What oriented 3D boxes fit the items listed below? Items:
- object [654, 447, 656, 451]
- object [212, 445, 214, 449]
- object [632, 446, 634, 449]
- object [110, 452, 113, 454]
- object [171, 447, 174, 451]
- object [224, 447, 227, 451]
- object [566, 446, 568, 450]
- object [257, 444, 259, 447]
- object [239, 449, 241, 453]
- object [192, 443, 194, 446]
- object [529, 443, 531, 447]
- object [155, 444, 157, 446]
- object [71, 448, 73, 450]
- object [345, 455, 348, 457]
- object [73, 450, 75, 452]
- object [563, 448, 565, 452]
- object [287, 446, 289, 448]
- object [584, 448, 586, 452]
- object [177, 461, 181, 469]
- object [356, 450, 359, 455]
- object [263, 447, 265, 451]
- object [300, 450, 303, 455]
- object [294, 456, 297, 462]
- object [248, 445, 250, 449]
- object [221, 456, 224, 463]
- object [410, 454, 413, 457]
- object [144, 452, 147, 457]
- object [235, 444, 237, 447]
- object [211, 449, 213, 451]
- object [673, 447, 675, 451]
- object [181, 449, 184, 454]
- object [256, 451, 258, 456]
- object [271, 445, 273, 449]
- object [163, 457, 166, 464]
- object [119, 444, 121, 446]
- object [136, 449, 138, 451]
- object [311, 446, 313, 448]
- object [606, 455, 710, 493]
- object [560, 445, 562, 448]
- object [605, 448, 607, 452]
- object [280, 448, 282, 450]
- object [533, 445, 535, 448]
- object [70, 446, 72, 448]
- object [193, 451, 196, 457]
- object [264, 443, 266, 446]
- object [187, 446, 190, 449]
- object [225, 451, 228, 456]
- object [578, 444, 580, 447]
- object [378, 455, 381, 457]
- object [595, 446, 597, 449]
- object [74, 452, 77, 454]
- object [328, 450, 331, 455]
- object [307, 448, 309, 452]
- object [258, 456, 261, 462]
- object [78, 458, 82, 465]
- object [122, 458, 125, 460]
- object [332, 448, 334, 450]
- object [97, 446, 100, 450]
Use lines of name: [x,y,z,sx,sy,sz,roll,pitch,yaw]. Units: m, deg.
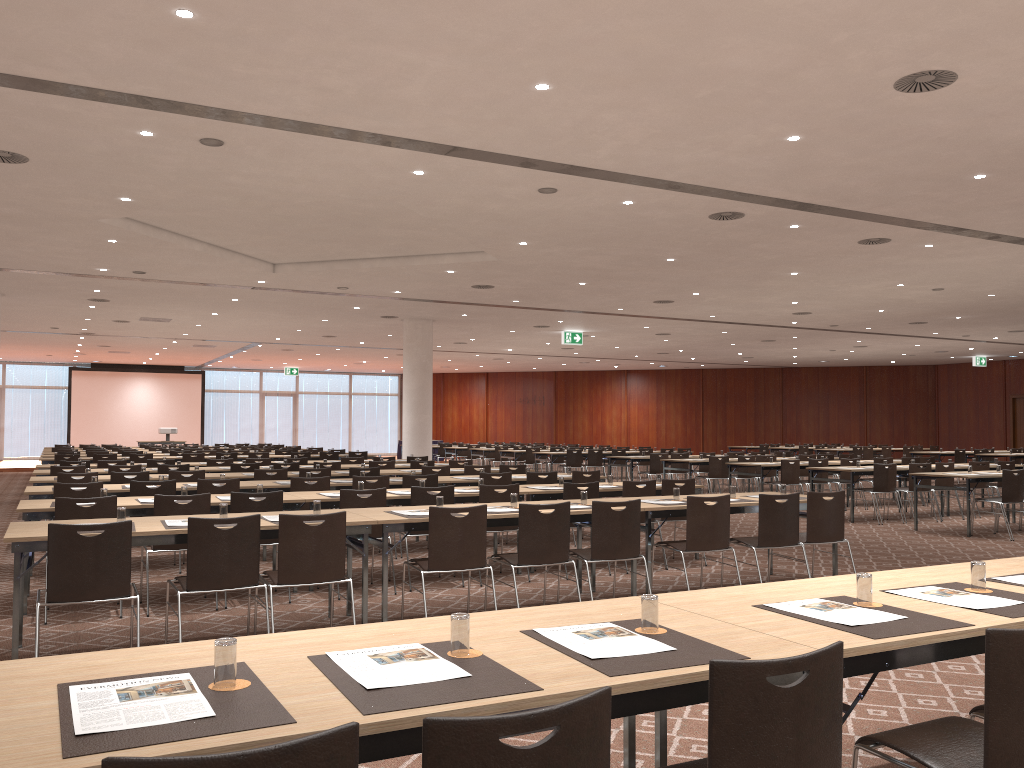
object: [3.940,1.793,24.375,0.054,0.114,0.054,0,-2,6]
object: [-8.347,1.772,24.778,0.054,0.114,0.054,0,-2,6]
object: [3.612,1.892,26.438,0.054,0.114,0.054,0,-2,6]
object: [-8.191,1.448,18.122,0.054,0.114,0.054,0,-2,6]
object: [-8.579,1.656,22.405,0.054,0.114,0.054,0,-2,6]
object: [-7.434,1.688,23.002,0.054,0.114,0.054,0,-2,6]
object: [1.585,1.835,25.405,0.054,0.114,0.054,-1,-3,29]
object: [-7.830,1.896,27.296,0.054,0.114,0.054,0,-2,6]
object: [-6.509,1.605,21.227,0.054,0.114,0.054,-1,-3,29]
object: [-10.187,1.939,28.336,0.054,0.114,0.054,0,-2,6]
object: [0.608,2.026,29.397,0.054,0.114,0.054,-1,-3,29]
object: [-10.416,1.823,25.970,0.054,0.114,0.054,0,-2,6]
object: [-10.597,1.598,21.365,0.054,0.114,0.054,-1,-3,29]
object: [-3.127,1.400,16.788,0.054,0.114,0.054,1,-2,-16]
object: [-9.684,1.515,19.600,0.054,0.114,0.054,-1,-3,29]
object: [1.345,1.719,23.030,0.054,0.114,0.054,-1,-3,29]
object: [-5.996,1.730,23.749,0.054,0.114,0.054,0,-2,6]
object: [1.922,1.735,23.324,0.054,0.114,0.054,-1,-3,29]
object: [-5.080,1.235,13.525,0.054,0.114,0.054,1,-2,-16]
object: [-3.566,1.579,20.489,0.054,0.114,0.054,-1,-3,29]
object: [-6.560,1.714,23.457,0.054,0.114,0.054,0,-2,6]
object: [-4.726,1.546,19.902,0.054,0.114,0.054,0,-2,6]
object: [-3.987,1.375,16.339,0.054,0.114,0.054,2,-3,-39]
object: [-7.475,1.797,25.228,0.054,0.114,0.054,0,-2,6]
object: [-5.142,1.343,15.753,0.054,0.114,0.054,2,-3,-39]
object: [-1.964,1.433,17.392,0.054,0.114,0.054,2,-3,-39]
object: [-7.604,1.464,18.408,0.054,0.114,0.054,0,-2,6]
object: [-8.400,1.880,27.003,0.054,0.114,0.054,0,-2,6]
object: [-7.079,1.589,20.930,0.054,0.114,0.054,-1,-3,29]
object: [4.512,1.808,24.656,0.054,0.114,0.054,0,-2,6]
object: [-7.671,1.572,20.635,0.054,0.114,0.054,-1,-3,29]
object: [-5.593,1.522,19.450,0.054,0.114,0.054,-1,-3,29]
object: [-6.900,1.813,25.517,0.054,0.114,0.054,0,-2,6]
object: [-6.001,1.319,15.314,0.054,0.114,0.054,0,-2,6]
object: [-11.284,1.798,25.518,0.054,0.114,0.054,0,-2,6]
object: [-8.537,1.548,20.188,0.054,0.114,0.054,-1,-3,29]
object: [-5.413,1.746,24.037,0.054,0.114,0.054,-1,-3,29]
object: [3.362,2.063,20.165,2.267,0.832,0.953,2,-3,-27]
object: [1.524,1.943,27.617,0.054,0.114,0.054,-1,-3,29]
object: [2.495,1.752,23.632,0.054,0.114,0.054,-1,-3,29]
object: [-5.643,1.629,21.665,0.054,0.114,0.054,0,-2,6]
object: [0.675,1.919,27.179,0.054,0.114,0.054,2,-3,-38]
object: [-11.508,1.682,23.144,0.054,0.114,0.054,-1,-3,29]
object: [-6.742,1.489,18.849,0.054,0.114,0.054,-1,-3,29]
object: [-8.171,1.996,29.369,0.054,0.114,0.054,-1,-3,29]
object: [-8.932,1.756,24.481,0.054,0.114,0.054,0,-2,6]
object: [-6.164,1.506,19.159,0.054,0.114,0.054,-1,-3,29]
object: [2.103,1.959,27.909,0.054,0.114,0.054,-1,-3,29]
object: [-2.548,1.417,17.096,0.054,0.114,0.054,0,-2,6]
object: [2.449,1.860,25.857,0.054,0.114,0.054,0,-2,6]
object: [-8.773,1.432,17.824,0.054,0.114,0.054,-1,-3,29]
object: [-4.157,1.562,20.190,0.054,0.114,0.054,0,-2,6]
object: [-5.065,1.646,21.977,0.054,0.114,0.054,0,-2,6]
object: [-4.572,1.359,16.041,0.054,0.114,0.054,2,-3,-39]
object: [-7.164,1.285,14.700,0.054,0.114,0.054,2,-3,-39]
object: [-6.578,1.302,15.008,0.054,0.114,0.054,1,-2,-16]
object: [-4.498,1.662,22.263,0.054,0.114,0.054,-1,-3,29]
object: [-10.930,1.698,23.441,0.054,0.114,0.054,0,-2,6]
